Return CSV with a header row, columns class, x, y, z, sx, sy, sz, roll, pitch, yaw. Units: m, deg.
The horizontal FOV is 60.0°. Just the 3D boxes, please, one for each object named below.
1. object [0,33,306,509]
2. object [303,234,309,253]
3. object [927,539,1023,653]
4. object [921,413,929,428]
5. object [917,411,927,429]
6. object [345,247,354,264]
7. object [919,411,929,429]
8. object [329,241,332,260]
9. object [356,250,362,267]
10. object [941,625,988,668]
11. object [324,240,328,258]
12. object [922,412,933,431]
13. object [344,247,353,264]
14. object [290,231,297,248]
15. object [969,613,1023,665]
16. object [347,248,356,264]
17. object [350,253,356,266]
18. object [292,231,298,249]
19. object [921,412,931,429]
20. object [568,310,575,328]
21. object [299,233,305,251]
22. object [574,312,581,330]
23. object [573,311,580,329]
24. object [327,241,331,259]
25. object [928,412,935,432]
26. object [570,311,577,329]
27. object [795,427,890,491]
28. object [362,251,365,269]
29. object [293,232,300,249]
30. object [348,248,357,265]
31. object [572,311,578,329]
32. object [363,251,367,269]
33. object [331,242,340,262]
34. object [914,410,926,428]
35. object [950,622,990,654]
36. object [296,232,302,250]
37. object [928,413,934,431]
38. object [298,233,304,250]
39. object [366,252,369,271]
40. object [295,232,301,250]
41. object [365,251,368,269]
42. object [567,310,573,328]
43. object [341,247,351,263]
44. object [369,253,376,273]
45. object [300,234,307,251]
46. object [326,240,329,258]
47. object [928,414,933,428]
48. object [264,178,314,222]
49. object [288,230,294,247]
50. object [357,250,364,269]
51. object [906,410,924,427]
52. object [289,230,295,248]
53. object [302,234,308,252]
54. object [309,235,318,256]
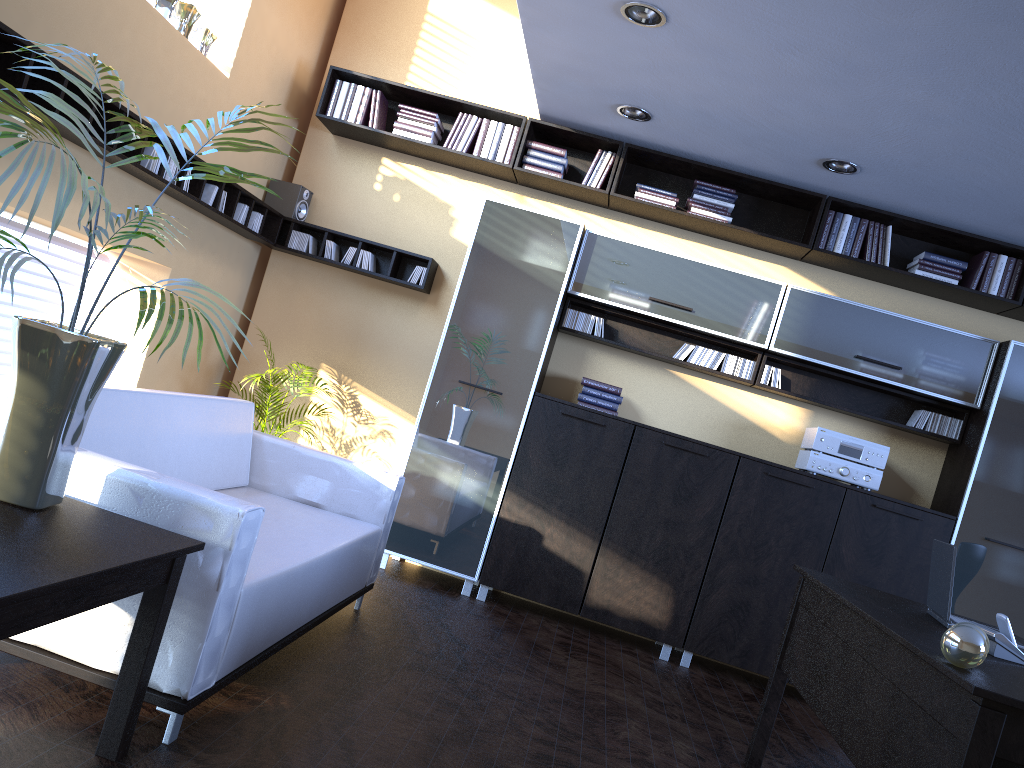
class,x,y,z,sx,sy,sz,roll,pitch,yaw
object,-1.681,-0.165,2.489,1.890,1.859,1.043,16,0,26
object,-1.356,-0.929,5.947,0.009,0.120,0.142,17,-1,7
object,1.697,0.759,3.221,0.322,0.283,0.391,16,-1,16
object,2.545,0.229,5.507,0.030,0.120,0.142,17,-1,7
object,2.526,0.223,5.510,0.030,0.120,0.142,17,-1,7
object,-1.063,-0.842,5.914,0.030,0.120,0.142,17,-1,7
object,2.536,0.226,5.509,0.030,0.120,0.142,17,-1,7
object,-1.194,-0.881,5.928,0.030,0.120,0.142,17,-1,7
object,-1.001,-0.824,5.907,0.009,0.120,0.142,17,-1,7
object,1.132,0.657,2.220,0.105,0.105,0.105,16,-1,25
object,-1.223,-0.889,5.932,0.030,0.120,0.142,17,-1,7
object,2.565,0.234,5.503,0.009,0.120,0.142,17,-1,6
object,-1.073,-0.845,5.915,0.030,0.120,0.142,17,-1,7
object,-1.444,-0.955,5.956,0.009,0.120,0.142,17,-1,7
object,1.502,0.770,2.724,0.146,0.126,0.130,17,-1,-9
object,-1.053,-0.839,5.912,0.030,0.120,0.142,17,-1,7
object,-1.043,-0.836,5.911,0.030,0.124,0.142,17,-1,7
object,-1.434,-0.952,5.955,0.009,0.120,0.142,17,-1,7
object,2.544,0.228,5.499,0.026,0.117,0.140,17,-1,6
object,0.389,-0.411,5.747,0.009,0.120,0.142,17,-1,7
object,-1.385,-0.938,5.950,0.009,0.120,0.142,17,-1,7
object,0.428,-0.400,5.742,0.009,0.120,0.142,17,-1,6
object,0.418,-0.403,5.745,0.009,0.120,0.142,17,-1,6
object,-1.204,-0.884,5.929,0.030,0.120,0.142,17,-1,7
object,2.574,0.237,5.491,0.009,0.124,0.142,17,-1,7
object,0.400,-0.408,5.752,0.009,0.120,0.142,17,-1,6
object,2.003,0.457,5.399,0.430,0.282,0.363,17,-1,6
object,-0.971,-0.815,5.903,0.030,0.120,0.142,17,-1,7
object,-1.424,-0.949,5.954,0.009,0.120,0.142,17,-1,7
object,-1.044,-0.836,5.911,0.030,0.120,0.142,17,-1,7
object,0.409,-0.405,5.746,0.006,0.118,0.140,17,-1,6
object,-0.961,-0.812,5.902,0.030,0.120,0.142,17,-1,7
object,-1.180,-0.875,5.927,0.040,0.118,0.142,17,-1,7
object,2.516,0.220,5.511,0.030,0.120,0.142,17,-1,7
object,1.191,0.678,2.322,0.105,0.105,0.105,16,-1,25
object,-1.404,-0.944,5.952,0.009,0.120,0.142,17,-1,7
object,2.574,0.237,5.497,0.006,0.118,0.140,17,-1,7
object,-1.395,-0.941,5.951,0.009,0.120,0.142,17,-1,7
object,-0.942,-0.806,5.900,0.030,0.120,0.142,17,-1,7
object,-1.414,-0.946,5.953,0.009,0.120,0.142,17,-1,7
object,-0.952,-0.809,5.901,0.030,0.120,0.142,17,-1,7
object,0.380,-0.414,5.749,0.006,0.118,0.140,17,-1,7
object,-1.088,-0.848,5.916,0.040,0.118,0.142,17,-1,7
object,-0.928,-0.801,5.898,0.040,0.118,0.142,17,-1,7
object,-1.375,-0.935,5.949,0.009,0.120,0.142,17,-1,7
object,-1.213,-0.887,5.931,0.030,0.120,0.142,17,-1,7
object,2.575,0.237,5.504,0.009,0.120,0.142,17,-1,7
object,-1.509,-1.229,5.981,0.253,0.229,0.159,16,-1,16
object,-1.463,-0.961,5.959,0.009,0.120,0.142,17,-1,7
object,-0.991,-0.821,5.905,0.009,0.120,0.142,17,-1,7
object,2.501,0.217,5.513,0.040,0.118,0.142,17,-1,7
object,-1.454,-0.958,5.958,0.009,0.120,0.142,17,-1,7
object,-1.365,-0.932,5.948,0.009,0.120,0.142,17,-1,7
object,-1.333,-0.921,5.944,0.040,0.118,0.142,17,-1,7
